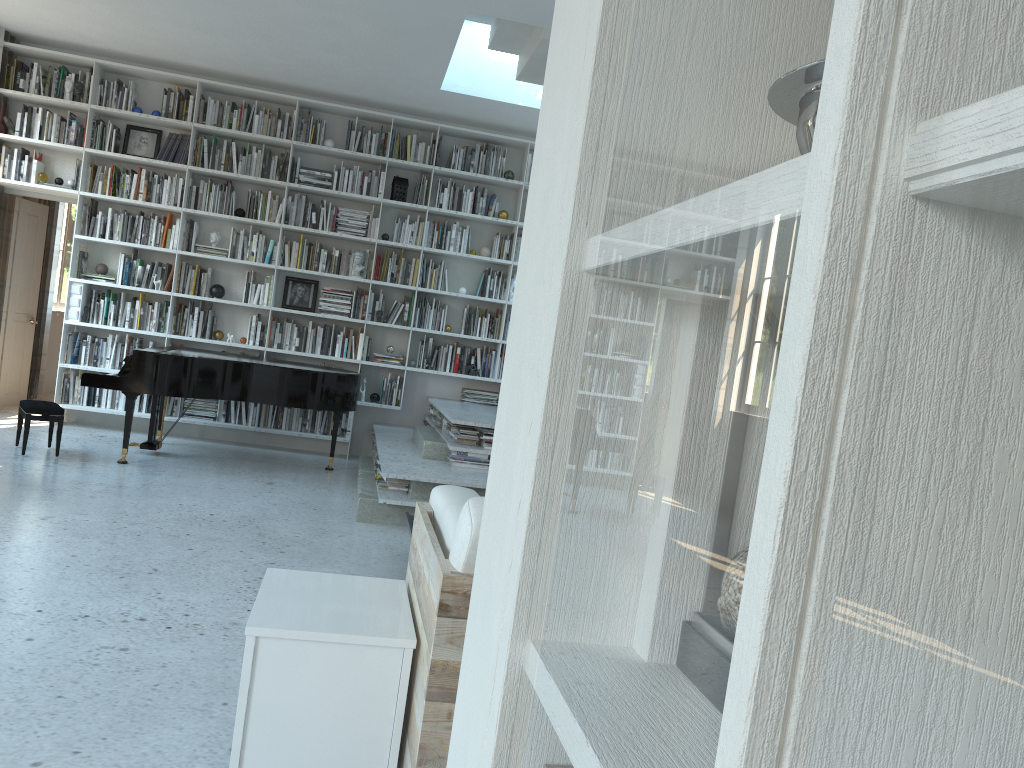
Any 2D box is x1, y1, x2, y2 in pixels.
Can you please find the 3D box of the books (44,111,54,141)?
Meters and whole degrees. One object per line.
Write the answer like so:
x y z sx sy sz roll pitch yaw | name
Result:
-3.979 -2.191 7.626 0.013 0.269 0.162 8 3 -10 | books

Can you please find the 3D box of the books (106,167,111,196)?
-3.501 -1.748 7.746 0.014 0.253 0.187 8 2 -10 | books

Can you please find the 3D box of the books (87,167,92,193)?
-3.658 -1.759 7.723 0.022 0.232 0.151 8 3 -10 | books

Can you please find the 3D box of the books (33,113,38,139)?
-4.068 -2.188 7.626 0.024 0.239 0.155 8 3 -10 | books

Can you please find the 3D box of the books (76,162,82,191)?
-3.741 -1.789 7.724 0.044 0.269 0.133 8 3 -10 | books

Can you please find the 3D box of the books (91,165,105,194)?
-3.605 -1.765 7.740 0.062 0.258 0.152 8 3 -10 | books

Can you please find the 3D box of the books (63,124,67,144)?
-3.843 -2.137 7.679 0.029 0.198 0.144 8 3 -10 | books

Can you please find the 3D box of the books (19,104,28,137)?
-4.176 -2.232 7.600 0.011 0.297 0.162 8 3 -10 | books

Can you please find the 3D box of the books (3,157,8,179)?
-4.313 -1.830 7.604 0.029 0.197 0.160 8 2 -10 | books

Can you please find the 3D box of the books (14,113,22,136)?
-4.203 -2.196 7.596 0.034 0.218 0.166 8 2 -10 | books

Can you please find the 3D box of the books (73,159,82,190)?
-3.764 -1.800 7.698 0.012 0.285 0.159 8 3 -10 | books

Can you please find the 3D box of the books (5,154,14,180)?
-4.291 -1.839 7.598 0.010 0.220 0.181 8 2 -10 | books

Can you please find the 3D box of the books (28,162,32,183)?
-4.127 -1.803 7.654 0.029 0.191 0.134 8 3 -10 | books

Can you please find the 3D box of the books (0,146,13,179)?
-4.331 -1.875 7.589 0.023 0.282 0.170 8 3 -10 | books

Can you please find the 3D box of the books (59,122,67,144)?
-3.869 -2.148 7.665 0.028 0.212 0.138 8 3 -10 | books

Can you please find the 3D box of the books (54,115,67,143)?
-3.891 -2.170 7.641 0.030 0.251 0.165 8 3 -10 | books

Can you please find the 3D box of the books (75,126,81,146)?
-3.745 -2.123 7.695 0.029 0.196 0.146 8 2 -10 | books

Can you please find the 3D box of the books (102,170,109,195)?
-3.525 -1.739 7.744 0.030 0.230 0.172 8 2 -10 | books

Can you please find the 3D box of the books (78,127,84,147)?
-3.716 -2.114 7.686 0.026 0.188 0.154 8 2 -10 | books

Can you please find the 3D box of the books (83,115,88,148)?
-3.676 -2.162 7.691 0.014 0.294 0.172 8 3 -10 | books

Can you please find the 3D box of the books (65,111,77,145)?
-3.812 -2.185 7.656 0.012 0.303 0.189 8 3 -10 | books

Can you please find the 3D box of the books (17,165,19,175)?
-4.210 -1.821 7.619 0.011 0.206 0.163 8 2 -10 | books

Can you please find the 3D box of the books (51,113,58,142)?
-3.918 -2.178 7.636 0.025 0.261 0.166 8 3 -10 | books

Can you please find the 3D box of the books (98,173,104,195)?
-3.563 -1.727 7.726 0.026 0.195 0.175 8 2 -10 | books

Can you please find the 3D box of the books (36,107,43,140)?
-4.029 -2.206 7.605 0.021 0.286 0.178 8 3 -10 | books

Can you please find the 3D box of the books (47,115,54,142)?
-3.953 -2.175 7.632 0.021 0.244 0.173 8 3 -10 | books

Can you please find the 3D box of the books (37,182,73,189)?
-3.933 -1.710 7.683 0.285 0.012 0.159 8 2 -8 | books

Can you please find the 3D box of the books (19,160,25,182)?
-4.180 -1.810 7.621 0.024 0.193 0.180 8 2 -10 | books

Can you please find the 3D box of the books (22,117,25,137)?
-4.168 -2.179 7.618 0.024 0.192 0.138 8 3 -10 | books

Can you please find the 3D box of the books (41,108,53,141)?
-4.004 -2.206 7.629 0.037 0.292 0.155 8 3 -10 | books

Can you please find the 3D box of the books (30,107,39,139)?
-4.090 -2.216 7.621 0.028 0.288 0.132 8 3 -10 | books

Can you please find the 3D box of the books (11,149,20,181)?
-4.244 -1.864 7.614 0.022 0.282 0.156 8 3 -10 | books

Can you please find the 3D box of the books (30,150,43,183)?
-4.096 -1.852 7.635 0.013 0.299 0.179 8 3 -10 | books

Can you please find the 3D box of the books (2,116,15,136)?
-4.284 -2.186 7.593 0.121 0.176 0.129 8 2 -10 | books

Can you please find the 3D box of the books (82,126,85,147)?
-3.696 -2.136 7.702 0.014 0.236 0.143 8 3 -10 | books

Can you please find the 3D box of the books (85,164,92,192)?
-3.675 -1.772 7.728 0.012 0.254 0.160 8 3 -10 | books

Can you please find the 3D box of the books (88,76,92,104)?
-3.592 -2.499 7.644 0.024 0.252 0.234 8 2 -10 | books

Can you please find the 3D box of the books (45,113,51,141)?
-3.968 -2.179 7.629 0.012 0.249 0.191 8 2 -10 | books

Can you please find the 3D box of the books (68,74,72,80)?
-3.791 -2.523 7.633 0.025 0.244 0.167 8 3 -10 | books

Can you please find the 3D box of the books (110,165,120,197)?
-3.467 -1.755 7.744 0.011 0.277 0.164 8 3 -10 | books

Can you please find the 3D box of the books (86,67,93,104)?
-3.635 -2.549 7.665 0.014 0.338 0.167 8 3 -10 | books

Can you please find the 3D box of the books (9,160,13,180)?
-4.279 -1.820 7.628 0.029 0.185 0.134 8 3 -10 | books

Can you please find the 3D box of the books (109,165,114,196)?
-3.484 -1.760 7.752 0.020 0.281 0.164 8 3 -10 | books

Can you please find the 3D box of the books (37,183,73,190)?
-3.934 -1.698 7.681 0.285 0.012 0.159 8 2 -13 | books

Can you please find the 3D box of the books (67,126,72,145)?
-3.802 -2.124 7.678 0.031 0.183 0.151 8 2 -10 | books

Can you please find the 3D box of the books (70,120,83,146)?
-3.766 -2.141 7.661 0.029 0.229 0.191 8 2 -10 | books

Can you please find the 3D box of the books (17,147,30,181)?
-4.188 -1.863 7.601 0.013 0.297 0.187 8 3 -10 | books

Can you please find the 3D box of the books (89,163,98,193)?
-3.638 -1.771 7.717 0.012 0.263 0.180 8 3 -10 | books

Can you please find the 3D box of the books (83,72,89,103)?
-3.657 -2.526 7.667 0.022 0.287 0.175 8 3 -10 | books

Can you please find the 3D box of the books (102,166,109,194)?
-3.543 -1.759 7.743 0.010 0.263 0.150 8 3 -10 | books

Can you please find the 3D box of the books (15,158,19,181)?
-4.229 -1.828 7.636 0.023 0.214 0.140 8 3 -10 | books

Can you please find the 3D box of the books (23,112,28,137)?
-4.138 -2.192 7.596 0.023 0.228 0.171 8 2 -10 | books

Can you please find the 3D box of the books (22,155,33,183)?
-4.142 -1.826 7.608 0.021 0.237 0.188 8 2 -10 | books

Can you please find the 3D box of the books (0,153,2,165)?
-4.365 -1.850 7.585 0.013 0.222 0.162 8 3 -10 | books

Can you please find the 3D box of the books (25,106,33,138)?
-4.111 -2.215 7.594 0.023 0.283 0.185 8 3 -10 | books

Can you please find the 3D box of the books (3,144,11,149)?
-4.350 -1.890 7.608 0.013 0.303 0.135 8 3 -10 | books

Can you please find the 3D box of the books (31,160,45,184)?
-4.079 -1.805 7.628 0.029 0.211 0.187 8 2 -10 | books

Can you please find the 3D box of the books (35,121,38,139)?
-4.052 -2.171 7.620 0.010 0.209 0.165 8 2 -10 | books
